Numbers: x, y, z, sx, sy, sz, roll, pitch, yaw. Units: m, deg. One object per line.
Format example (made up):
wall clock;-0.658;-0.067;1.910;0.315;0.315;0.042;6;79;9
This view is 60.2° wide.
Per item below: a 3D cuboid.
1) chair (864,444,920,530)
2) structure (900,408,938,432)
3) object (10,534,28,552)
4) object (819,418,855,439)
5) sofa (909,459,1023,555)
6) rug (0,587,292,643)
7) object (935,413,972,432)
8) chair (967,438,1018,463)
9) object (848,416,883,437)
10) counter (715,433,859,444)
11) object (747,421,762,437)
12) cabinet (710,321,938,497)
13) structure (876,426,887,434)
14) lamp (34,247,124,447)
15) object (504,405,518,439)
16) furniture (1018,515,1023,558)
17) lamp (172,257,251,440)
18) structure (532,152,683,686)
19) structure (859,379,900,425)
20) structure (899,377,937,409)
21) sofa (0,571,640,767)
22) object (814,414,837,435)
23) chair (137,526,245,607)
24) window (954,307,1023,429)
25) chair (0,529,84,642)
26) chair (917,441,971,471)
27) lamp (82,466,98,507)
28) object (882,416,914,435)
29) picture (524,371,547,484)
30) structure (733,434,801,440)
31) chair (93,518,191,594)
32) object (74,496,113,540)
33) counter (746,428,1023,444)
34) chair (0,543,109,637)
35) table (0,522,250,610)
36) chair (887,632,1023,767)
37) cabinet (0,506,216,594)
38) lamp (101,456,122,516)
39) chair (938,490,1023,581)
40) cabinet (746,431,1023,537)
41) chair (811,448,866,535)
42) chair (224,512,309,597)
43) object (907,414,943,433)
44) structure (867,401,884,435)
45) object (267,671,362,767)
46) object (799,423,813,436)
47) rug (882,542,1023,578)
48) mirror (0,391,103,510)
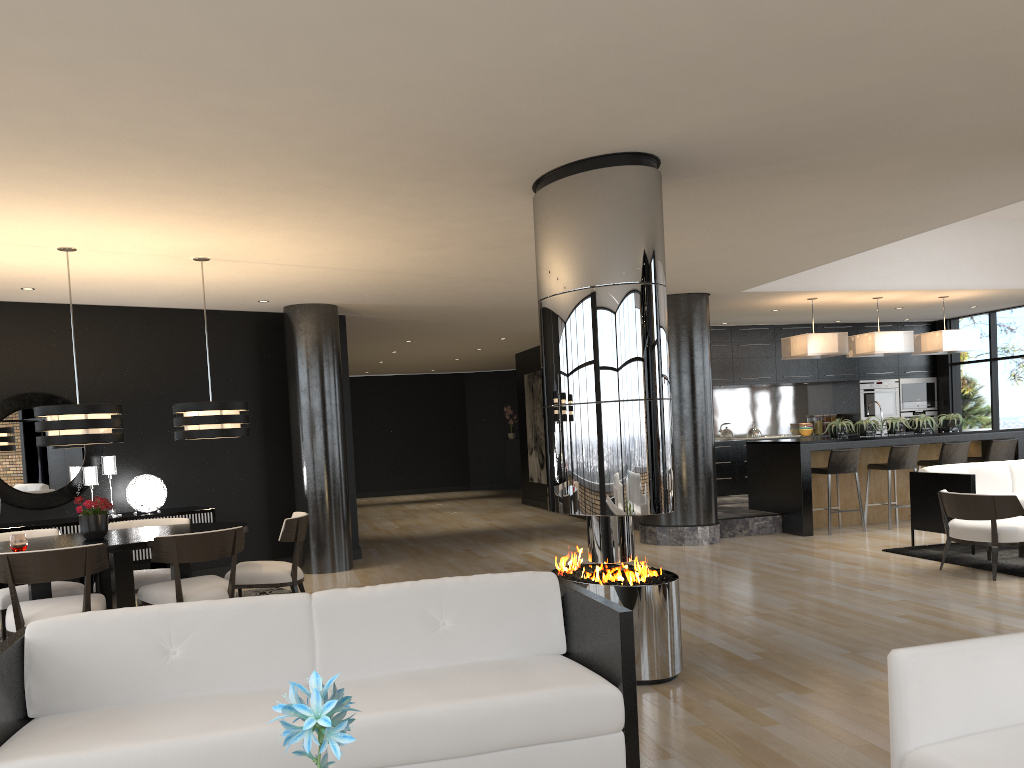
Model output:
chair;4.465;1.193;10.329;0.475;0.966;0.518;-3;1;-15
structure;6.416;0.608;13.909;0.677;0.446;0.070;-3;2;-15
object;-3.064;0.987;5.484;0.095;0.106;0.095;-3;0;-26
object;3.789;0.517;10.339;0.407;0.239;0.397;-3;-2;10
sofa;5.044;1.153;8.625;2.029;0.805;0.838;-2;0;-15
rug;-2.872;1.826;6.070;3.713;0.011;2.724;-1;-4;-37
object;5.339;0.470;10.760;0.398;0.217;0.406;-3;-2;10
chair;5.791;1.142;10.680;0.475;0.966;0.518;-3;1;-15
object;4.191;0.501;10.420;0.398;0.239;0.406;-3;-2;10
counter;3.916;0.852;13.621;2.857;0.034;0.731;-2;-3;-15
object;3.690;0.684;13.456;0.220;0.230;0.221;-3;0;-22
cabinet;3.900;0.395;13.578;5.720;2.532;0.727;-2;2;-15
structure;5.747;1.010;13.752;0.700;0.708;0.085;-3;2;-15
lamp;-2.962;-0.253;5.971;0.534;1.332;0.536;-4;2;-38
object;-0.014;0.873;20.246;0.339;0.789;0.227;-3;2;14
furniture;4.947;1.258;7.455;0.826;0.484;0.828;-3;-2;-15
lamp;-2.245;-0.262;6.510;0.534;1.332;0.536;-4;2;-38
structure;0.523;0.227;4.927;0.585;2.748;0.892;-4;2;-27
structure;5.710;0.289;13.720;0.700;0.708;0.085;-3;2;-15
structure;6.393;0.143;13.888;0.675;0.475;0.026;-3;2;-15
sofa;-0.661;1.160;3.054;2.029;0.805;0.838;-2;0;-15
object;5.025;0.647;14.143;0.365;0.316;0.113;-3;2;-15
chair;-2.164;1.389;6.004;0.640;0.808;0.617;-3;1;-44
window;2.272;-0.863;5.517;15.855;4.793;10.147;-2;-2;-28
chair;-3.455;1.471;6.311;0.617;0.808;0.640;-3;1;38
chair;5.140;1.167;10.508;0.475;0.966;0.518;-3;1;-15
lamp;-3.796;0.977;7.972;0.124;0.466;0.132;-4;2;-15
object;4.617;0.494;10.507;0.407;0.217;0.397;-3;-2;10
picture;0.447;0.741;14.925;0.077;1.877;1.154;-4;1;-15
structure;3.919;0.828;13.602;0.899;0.066;0.521;-2;-3;-15
chair;-2.797;1.460;6.761;0.642;0.808;0.616;-3;1;-9
object;-2.856;0.910;6.039;0.237;0.299;0.229;-3;1;-35
counter;4.566;0.637;10.814;3.110;0.032;1.181;-2;-3;-15
chair;-2.831;1.395;5.457;0.641;0.808;0.616;-3;1;-27
table;-2.833;1.445;6.080;2.101;0.770;1.211;-1;-2;-35
chair;1.503;0.966;1.953;0.853;0.857;1.002;-3;-1;-15
cabinet;-3.862;1.595;7.942;2.232;0.768;0.611;-1;-1;-37
lamp;-3.695;0.938;8.123;0.132;0.551;0.124;-2;2;15
chair;3.919;1.203;7.205;0.683;0.676;0.806;-3;-1;-15
cabinet;4.593;1.173;10.838;3.110;1.040;1.180;-2;-1;-15
chair;3.706;1.221;10.128;0.475;0.966;0.518;-3;1;-15
chair;-1.839;1.410;6.746;0.615;0.808;0.642;-3;0;-9
object;4.980;0.469;10.605;0.407;0.239;0.397;-3;-2;10
structure;4.493;0.729;11.102;2.773;1.021;0.655;-2;1;-15
object;-0.322;0.798;1.487;0.356;0.632;0.369;-3;1;4
object;4.672;0.719;14.027;0.204;0.206;0.185;-3;0;-14
rug;5.378;1.488;7.756;3.029;0.011;2.485;-2;-3;-14
mirror;-4.281;0.602;7.980;1.073;1.080;0.025;-3;2;-37
